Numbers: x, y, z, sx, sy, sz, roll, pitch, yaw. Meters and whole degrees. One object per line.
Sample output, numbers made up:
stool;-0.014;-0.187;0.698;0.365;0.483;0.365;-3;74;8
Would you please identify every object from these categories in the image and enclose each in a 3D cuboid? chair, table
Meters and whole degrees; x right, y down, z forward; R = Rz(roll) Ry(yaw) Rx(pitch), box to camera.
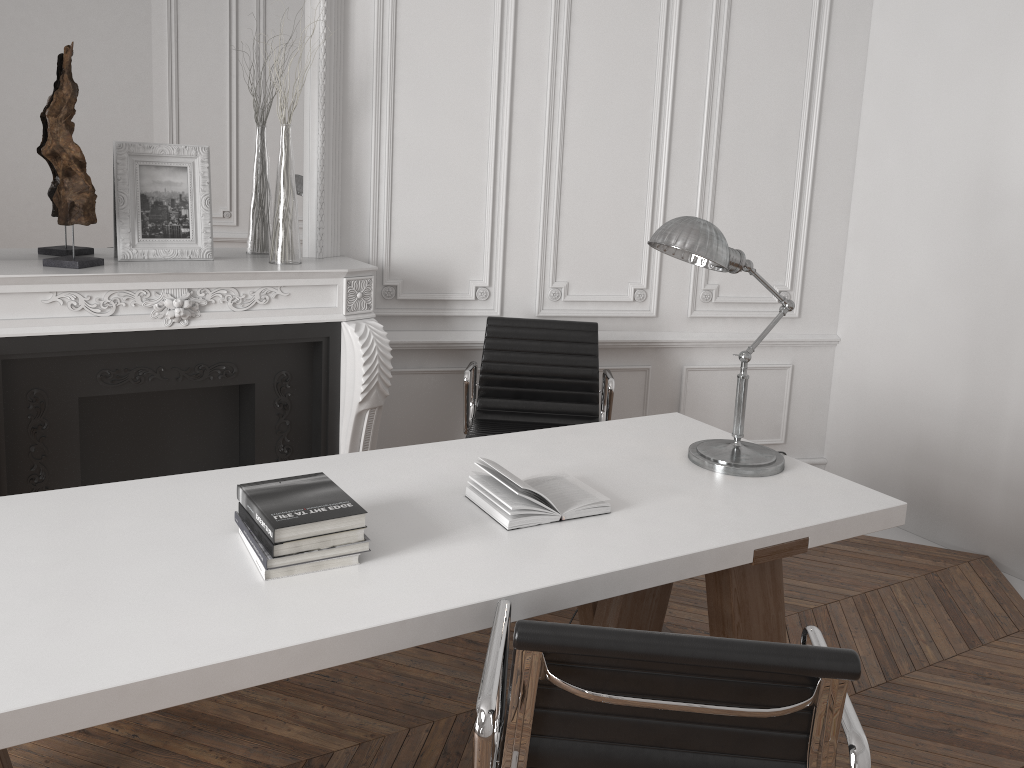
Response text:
chair;0.095;0.240;3.552;0.693;0.911;0.677;2;11;-7
chair;0.240;0.734;1.567;0.693;0.911;0.677;2;11;-4
table;-0.358;0.671;2.060;2.627;0.739;0.912;-5;14;-30

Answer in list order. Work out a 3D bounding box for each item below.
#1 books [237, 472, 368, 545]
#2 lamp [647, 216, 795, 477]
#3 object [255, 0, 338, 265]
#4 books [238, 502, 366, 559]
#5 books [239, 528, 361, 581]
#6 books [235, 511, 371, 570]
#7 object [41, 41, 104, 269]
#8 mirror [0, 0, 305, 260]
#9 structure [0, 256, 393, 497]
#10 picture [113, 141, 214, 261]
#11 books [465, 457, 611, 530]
books;-0.439;0.252;1.833;0.191;0.032;0.262;-6;16;-31
lamp;0.585;-0.110;2.443;0.489;0.690;0.272;-4;12;-30
object;-0.811;-0.987;3.383;0.290;1.040;0.299;4;10;7
books;-0.437;0.283;1.830;0.191;0.028;0.242;-6;16;-32
books;-0.445;0.330;1.835;0.191;0.022;0.245;-5;16;-28
books;-0.440;0.306;1.843;0.212;0.022;0.262;-5;16;-30
object;-1.499;-0.774;2.995;0.143;0.744;0.167;5;10;11
mirror;-1.307;-1.316;3.224;1.124;1.790;0.001;-3;11;-30
structure;-1.212;0.177;3.177;1.608;1.169;0.819;-4;13;-30
picture;-1.298;-0.680;3.308;0.341;0.429;0.097;-4;12;-30
books;0.063;0.245;2.129;0.279;0.094;0.229;-4;15;-28
